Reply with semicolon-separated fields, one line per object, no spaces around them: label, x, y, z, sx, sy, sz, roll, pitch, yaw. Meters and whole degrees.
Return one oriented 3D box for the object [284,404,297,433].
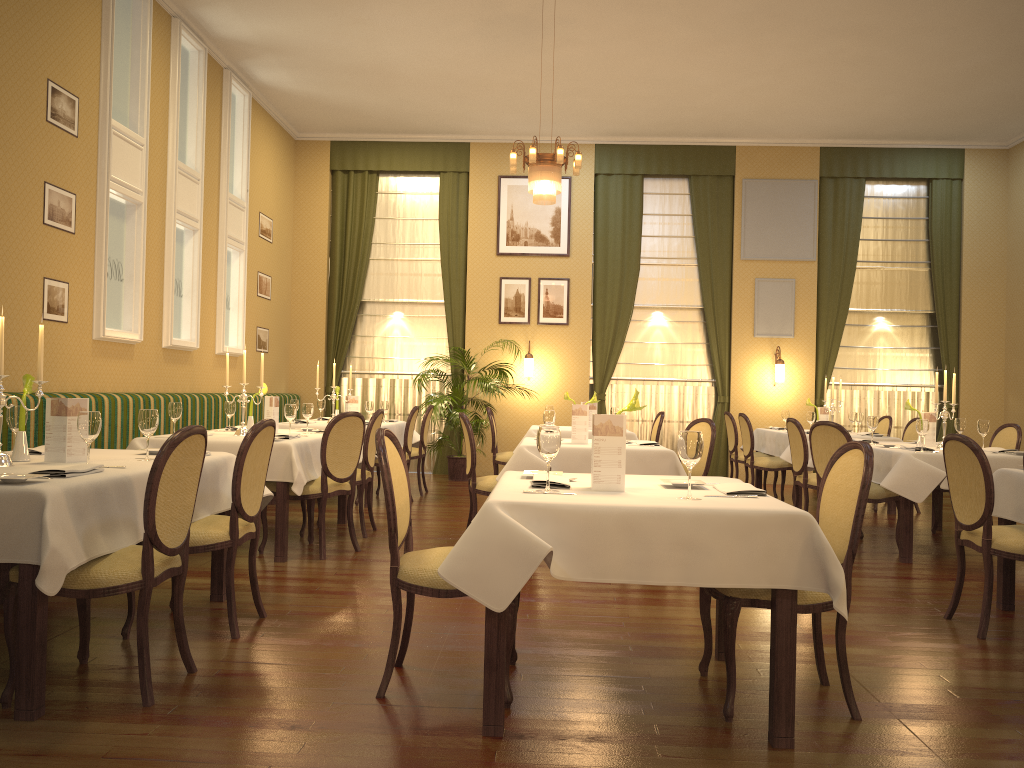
object;-1.547;0.254;6.186;0.088;0.229;0.088;2;-1;-40

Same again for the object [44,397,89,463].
object;-1.905;0.198;3.795;0.166;0.277;0.081;2;-1;-26

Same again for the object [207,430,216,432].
object;-2.208;0.343;6.291;0.160;0.024;0.160;1;-1;2

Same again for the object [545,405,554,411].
object;0.374;0.330;8.860;0.088;0.229;0.088;2;-1;-40

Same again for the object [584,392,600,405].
object;0.543;0.235;6.345;0.163;0.375;0.076;2;-1;-21

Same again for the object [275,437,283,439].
object;-1.554;0.352;5.674;0.160;0.024;0.160;1;-1;2

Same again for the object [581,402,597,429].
object;0.767;0.318;8.884;0.166;0.277;0.081;1;-1;9

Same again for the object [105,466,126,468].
object;-1.653;0.334;3.586;0.185;0.010;0.017;1;-1;3

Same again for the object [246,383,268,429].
object;-1.857;0.176;6.429;0.163;0.375;0.076;1;-1;24

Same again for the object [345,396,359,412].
object;-1.685;0.261;9.231;0.166;0.277;0.081;1;-1;19

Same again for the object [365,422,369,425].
object;-1.419;0.385;8.691;0.142;0.033;0.273;1;-1;2

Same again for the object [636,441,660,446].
object;0.962;0.422;6.296;0.142;0.024;0.273;1;-1;2

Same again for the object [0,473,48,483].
object;-1.669;0.321;2.973;0.160;0.024;0.160;1;-1;2

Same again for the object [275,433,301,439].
object;-1.535;0.353;5.994;0.142;0.033;0.273;1;-1;2

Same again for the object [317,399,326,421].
object;-2.033;0.277;9.450;0.088;0.229;0.088;2;-1;-40

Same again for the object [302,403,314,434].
object;-1.536;0.260;6.662;0.088;0.229;0.088;2;-1;-40

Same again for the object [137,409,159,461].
object;-1.632;0.229;3.974;0.088;0.229;0.088;2;-1;-40

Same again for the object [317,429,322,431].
object;-1.487;0.374;7.160;0.181;0.015;0.038;1;-1;4

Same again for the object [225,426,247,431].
object;-2.131;0.349;6.957;0.142;0.033;0.273;1;-1;2

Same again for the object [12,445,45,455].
object;-2.247;0.317;4.255;0.142;0.033;0.273;1;-1;2

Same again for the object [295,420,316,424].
object;-2.020;0.370;8.683;0.142;0.033;0.273;1;-1;2

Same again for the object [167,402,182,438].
object;-2.195;0.234;5.774;0.088;0.229;0.088;2;-1;-40

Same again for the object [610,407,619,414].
object;1.003;0.344;8.702;0.088;0.229;0.088;2;-1;-40

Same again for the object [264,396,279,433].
object;-1.784;0.231;6.636;0.081;0.277;0.166;2;-1;-36

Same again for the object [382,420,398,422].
object;-1.327;0.401;9.637;0.142;0.024;0.273;1;-1;2

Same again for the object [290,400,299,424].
object;-2.080;0.266;8.470;0.088;0.229;0.088;2;-1;-40

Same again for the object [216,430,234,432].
object;-2.147;0.354;6.668;0.185;0.010;0.017;1;-1;4

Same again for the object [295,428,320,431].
object;-1.627;0.365;7.053;0.160;0.024;0.160;1;-1;2

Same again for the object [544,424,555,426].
object;0.392;0.433;9.063;0.142;0.033;0.273;1;-1;2

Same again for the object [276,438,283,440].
object;-1.596;0.357;5.832;0.181;0.015;0.038;1;-1;4

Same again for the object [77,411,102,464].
object;-1.663;0.223;3.484;0.088;0.229;0.088;2;-1;-40

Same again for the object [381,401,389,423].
object;-1.343;0.293;9.351;0.088;0.229;0.088;2;-1;-40

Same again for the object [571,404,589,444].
object;0.451;0.282;6.239;0.081;0.277;0.166;2;-1;-41

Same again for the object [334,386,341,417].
object;-1.806;0.207;9.164;0.076;0.375;0.163;2;-1;-11

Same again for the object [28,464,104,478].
object;-1.650;0.322;3.293;0.142;0.033;0.273;1;-1;2

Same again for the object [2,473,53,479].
object;-1.711;0.325;3.131;0.181;0.015;0.038;1;-1;4

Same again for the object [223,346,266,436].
object;-1.880;0.038;6.216;0.390;0.655;0.131;1;-1;17

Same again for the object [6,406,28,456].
object;-2.264;0.214;4.052;0.088;0.229;0.088;2;-1;-40

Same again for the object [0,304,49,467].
object;-2.051;0.005;3.550;0.131;0.655;0.390;1;-1;22

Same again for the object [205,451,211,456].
object;-1.558;0.338;4.238;0.142;0.024;0.273;1;-1;2

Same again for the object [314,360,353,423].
object;-1.776;0.068;8.833;0.390;0.655;0.131;1;-1;8

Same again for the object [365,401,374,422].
object;-1.431;0.286;8.882;0.088;0.229;0.088;2;-1;-40

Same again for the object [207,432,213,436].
object;-2.136;0.338;5.986;0.142;0.033;0.273;1;-1;2

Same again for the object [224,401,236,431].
object;-2.149;0.246;6.753;0.088;0.229;0.088;1;-1;44

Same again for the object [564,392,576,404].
object;0.609;0.265;9.038;0.163;0.375;0.076;1;-1;24

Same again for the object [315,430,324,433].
object;-1.443;0.370;6.940;0.142;0.024;0.273;1;-1;2

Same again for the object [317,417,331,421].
object;-2.016;0.380;9.654;0.142;0.033;0.273;1;-1;2

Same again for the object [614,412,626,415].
object;0.730;0.309;6.025;0.088;0.229;0.088;1;-1;44

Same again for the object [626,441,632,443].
object;0.917;0.426;6.516;0.181;0.015;0.038;1;-1;4

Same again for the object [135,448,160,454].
object;-1.742;0.333;4.352;0.160;0.024;0.160;1;-1;2
